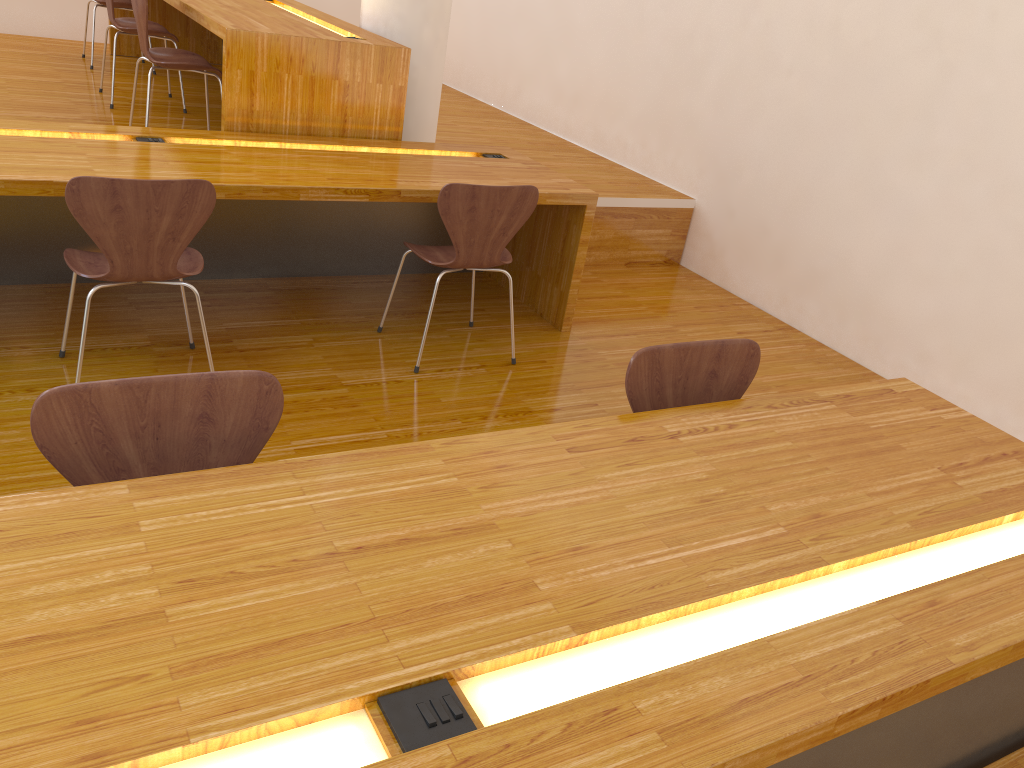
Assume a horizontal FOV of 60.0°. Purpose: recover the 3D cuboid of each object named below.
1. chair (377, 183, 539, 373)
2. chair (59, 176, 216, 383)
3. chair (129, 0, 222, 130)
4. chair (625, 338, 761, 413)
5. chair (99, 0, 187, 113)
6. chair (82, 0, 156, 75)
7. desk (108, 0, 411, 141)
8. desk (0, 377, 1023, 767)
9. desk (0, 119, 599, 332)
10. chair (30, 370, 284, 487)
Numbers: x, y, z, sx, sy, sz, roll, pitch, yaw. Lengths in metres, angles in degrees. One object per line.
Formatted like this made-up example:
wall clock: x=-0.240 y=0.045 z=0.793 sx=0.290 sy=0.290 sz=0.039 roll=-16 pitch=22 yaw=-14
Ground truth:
chair: x=-0.202 y=-0.450 z=3.294 sx=0.428 sy=0.693 sz=0.381 roll=-6 pitch=30 yaw=-30
chair: x=-1.145 y=-0.334 z=2.702 sx=0.428 sy=0.693 sz=0.381 roll=-6 pitch=30 yaw=-30
chair: x=-1.468 y=-1.389 z=3.907 sx=0.381 sy=0.693 sz=0.428 roll=-6 pitch=30 yaw=-30
chair: x=0.445 y=0.295 z=1.991 sx=0.428 sy=0.693 sz=0.381 roll=-6 pitch=30 yaw=-30
chair: x=-1.939 y=-1.825 z=4.636 sx=0.381 sy=0.693 sz=0.428 roll=-6 pitch=30 yaw=-30
chair: x=-2.448 y=-2.331 z=5.495 sx=0.381 sy=0.693 sz=0.428 roll=-6 pitch=30 yaw=-30
desk: x=-1.567 y=-1.817 z=4.848 sx=0.760 sy=0.606 sz=3.185 roll=-6 pitch=30 yaw=-30
desk: x=-0.156 y=0.821 z=1.154 sx=3.236 sy=0.918 sz=1.285 roll=-6 pitch=30 yaw=-30
desk: x=-1.252 y=-0.525 z=3.170 sx=3.185 sy=0.606 sz=0.760 roll=-6 pitch=30 yaw=-30
chair: x=-0.536 y=0.376 z=1.457 sx=0.428 sy=0.693 sz=0.381 roll=-6 pitch=30 yaw=-30
